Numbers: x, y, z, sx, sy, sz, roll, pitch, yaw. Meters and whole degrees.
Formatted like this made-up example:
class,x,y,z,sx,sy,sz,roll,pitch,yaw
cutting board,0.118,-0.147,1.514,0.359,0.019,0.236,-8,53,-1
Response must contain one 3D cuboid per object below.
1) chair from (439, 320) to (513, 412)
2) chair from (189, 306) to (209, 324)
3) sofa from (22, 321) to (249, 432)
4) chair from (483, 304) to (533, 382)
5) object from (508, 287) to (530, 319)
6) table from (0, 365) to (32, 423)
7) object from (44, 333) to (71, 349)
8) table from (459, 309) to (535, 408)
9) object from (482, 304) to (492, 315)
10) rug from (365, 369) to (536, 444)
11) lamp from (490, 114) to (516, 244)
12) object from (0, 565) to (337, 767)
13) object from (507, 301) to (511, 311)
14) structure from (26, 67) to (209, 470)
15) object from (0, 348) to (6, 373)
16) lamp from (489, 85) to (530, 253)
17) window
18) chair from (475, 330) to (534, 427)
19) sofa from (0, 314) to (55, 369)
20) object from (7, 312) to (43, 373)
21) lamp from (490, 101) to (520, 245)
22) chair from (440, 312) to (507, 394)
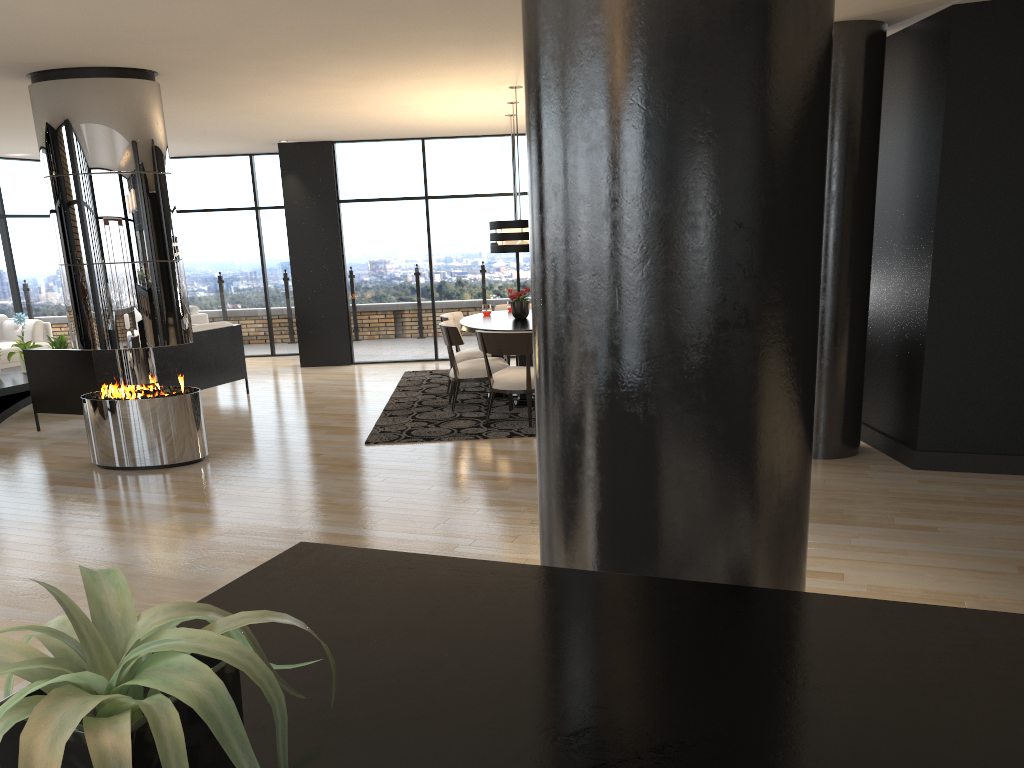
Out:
class,x,y,z,sx,sy,sz,roll,pitch,yaw
chair,-0.347,-0.174,8.198,0.615,0.824,0.629,-4,13,-8
chair,-4.436,-0.520,11.020,1.000,0.874,0.838,2,13,21
sofa,-3.617,-0.128,8.714,0.837,0.820,1.994,2,12,21
chair,0.059,-0.451,9.702,0.642,0.824,0.604,2,14,19
object,0.068,-0.785,8.550,0.229,0.305,0.232,-2,13,1
table,-5.108,0.062,9.322,1.262,0.359,1.994,2,11,21
object,-4.959,-0.376,9.679,0.284,0.378,0.210,-2,14,0
table,0.106,-0.258,8.682,1.209,0.785,2.063,-2,10,1
object,-0.259,-0.762,9.062,0.095,0.108,0.093,0,13,10
rug,0.133,0.107,8.841,2.716,0.011,3.647,-3,10,-1
lamp,0.014,-2.093,9.162,0.536,1.358,0.524,-3,14,-2
object,-0.317,0.288,0.814,0.402,0.244,0.394,-13,15,-43
object,-0.004,-0.831,9.399,0.094,0.108,0.094,-11,15,-34
structure,-2.817,-0.763,6.403,0.892,2.802,0.573,0,15,9
object,-5.271,-0.233,8.924,0.283,0.378,0.211,-6,14,-15
lamp,0.056,-1.795,7.426,0.536,1.358,0.524,-3,14,-2
window,-3.391,-1.452,4.366,10.126,4.888,15.568,-1,10,8
chair,0.067,-0.073,7.520,0.641,0.824,0.605,4,15,27
sofa,-6.460,-0.224,9.790,0.853,0.873,2.644,2,11,21
object,-5.096,-0.435,9.261,0.367,0.645,0.350,9,18,39
lamp,0.035,-1.944,8.294,0.536,1.358,0.524,-3,14,-2
chair,-0.402,-0.316,9.032,0.616,0.824,0.629,0,13,9
